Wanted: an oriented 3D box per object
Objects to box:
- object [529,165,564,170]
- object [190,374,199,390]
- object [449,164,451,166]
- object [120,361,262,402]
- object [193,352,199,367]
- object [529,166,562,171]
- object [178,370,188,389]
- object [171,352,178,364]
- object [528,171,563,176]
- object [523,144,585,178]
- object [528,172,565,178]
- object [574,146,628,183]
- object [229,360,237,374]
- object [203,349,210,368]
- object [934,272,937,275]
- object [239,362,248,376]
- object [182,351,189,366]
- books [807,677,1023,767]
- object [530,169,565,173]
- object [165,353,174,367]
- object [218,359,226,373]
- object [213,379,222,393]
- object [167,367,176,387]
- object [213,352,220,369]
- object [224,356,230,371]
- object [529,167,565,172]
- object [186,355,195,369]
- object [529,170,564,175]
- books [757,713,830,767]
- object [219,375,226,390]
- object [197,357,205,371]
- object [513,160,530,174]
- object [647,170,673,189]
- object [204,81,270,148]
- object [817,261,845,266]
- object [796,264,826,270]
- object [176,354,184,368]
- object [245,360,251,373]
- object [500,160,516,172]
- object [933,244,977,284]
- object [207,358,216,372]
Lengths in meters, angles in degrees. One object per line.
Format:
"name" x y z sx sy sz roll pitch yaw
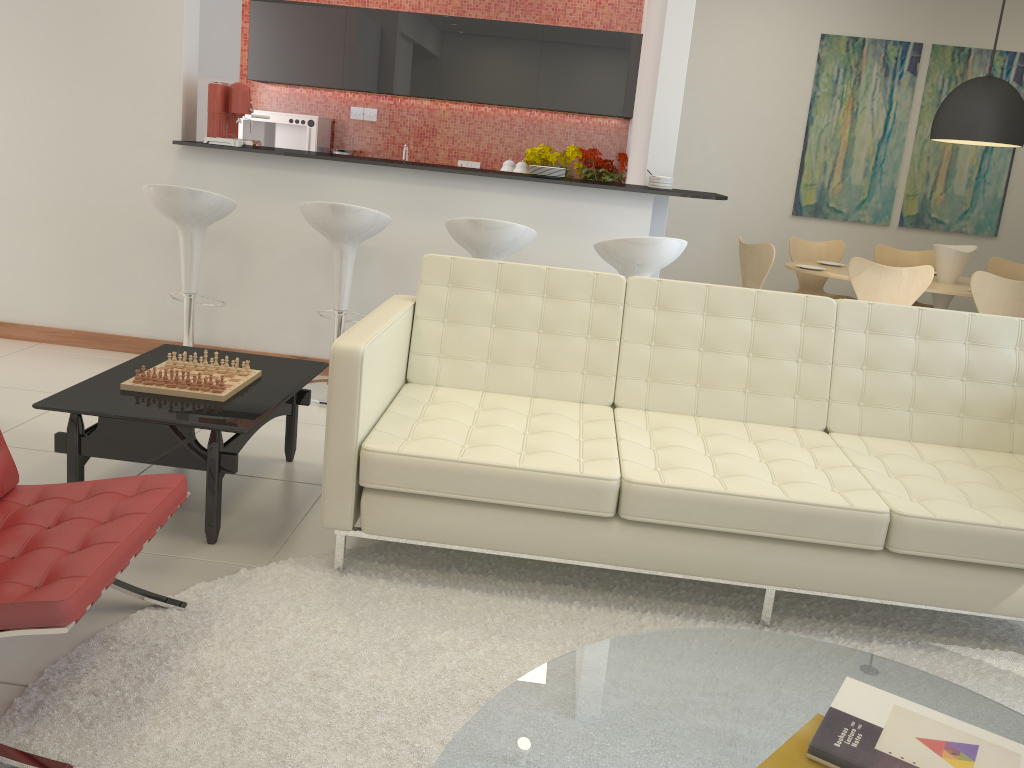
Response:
"object" 0.200 -1.227 5.034 0.211 0.015 0.212 -8 20 -41
"object" -1.082 -0.009 3.017 0.030 0.054 0.030 8 13 10
"object" -0.460 -1.752 7.444 0.164 0.176 0.011 10 12 16
"object" -1.135 -0.016 3.165 0.360 0.021 0.365 7 15 3
"object" -1.180 -0.093 3.297 0.030 0.054 0.030 8 13 10
"object" 0.199 -1.220 5.035 0.211 0.015 0.212 -8 20 -41
"object" -1.121 -0.018 3.018 0.030 0.063 0.030 8 13 10
"object" -1.260 -0.097 3.303 0.030 0.043 0.030 8 13 10
"object" 0.197 -1.194 5.041 0.211 0.015 0.212 -8 20 -41
"object" 0.339 -1.784 7.377 0.522 0.443 0.509 7 14 5
"object" 0.196 -1.187 5.042 0.211 0.015 0.212 -8 20 -41
"object" 0.756 -1.736 7.359 0.502 0.443 0.529 2 14 -17
"object" -1.025 -0.062 3.250 0.030 0.049 0.030 8 13 10
"object" -1.140 -0.096 3.294 0.030 0.068 0.030 8 12 10
"object" 3.219 -0.866 6.873 0.211 0.015 0.212 11 16 20
"object" -0.985 -0.058 3.248 0.030 0.049 0.030 8 13 10
"object" -1.220 -0.097 3.300 0.030 0.051 0.030 5 13 -4
"books" 0.682 0.611 1.451 0.326 0.026 0.257 15 17 31
"object" 0.198 -1.207 5.038 0.211 0.015 0.212 -8 20 -41
"object" -1.263 -0.090 3.263 0.030 0.049 0.030 8 13 10
"object" -1.064 -0.067 3.253 0.030 0.049 0.030 8 13 10
"object" -1.003 0.006 3.014 0.030 0.043 0.030 8 13 10
"object" -1.161 -0.025 3.020 0.030 0.068 0.030 8 12 10
"object" -1.100 -0.089 3.292 0.030 0.063 0.030 8 13 10
"object" -1.061 -0.079 3.291 0.030 0.054 0.030 8 13 10
"object" 0.199 -1.214 5.036 0.211 0.015 0.212 -8 20 -41
"object" -1.183 -0.081 3.259 0.030 0.049 0.030 8 13 10
"object" 0.197 -1.200 5.039 0.211 0.015 0.212 -8 20 -41
"books" 0.567 0.649 1.366 0.326 0.026 0.256 19 20 41
"object" -1.000 -0.007 3.053 0.030 0.049 0.030 8 13 10
"object" -1.144 -0.076 3.257 0.030 0.049 0.030 8 13 10
"object" 0.075 -1.730 7.410 0.160 0.280 0.161 -3 15 -34
"object" 0.840 -1.177 5.086 0.173 0.096 0.142 5 14 -4
"object" -1.452 -1.461 4.811 0.321 0.333 0.325 7 13 3
"object" 2.435 -0.916 6.761 0.211 0.015 0.212 13 16 24
"object" 2.129 -0.829 6.316 0.211 0.015 0.212 13 16 24
"object" -1.223 -0.085 3.261 0.030 0.049 0.030 8 13 10
"object" -0.982 -0.065 3.288 0.030 0.043 0.030 8 13 10
"object" -0.032 -1.781 7.562 0.160 0.280 0.161 -3 15 -34
"object" 3.137 -0.864 6.328 0.273 0.277 0.262 16 17 37
"object" -1.104 -0.071 3.255 0.030 0.049 0.030 8 13 10
